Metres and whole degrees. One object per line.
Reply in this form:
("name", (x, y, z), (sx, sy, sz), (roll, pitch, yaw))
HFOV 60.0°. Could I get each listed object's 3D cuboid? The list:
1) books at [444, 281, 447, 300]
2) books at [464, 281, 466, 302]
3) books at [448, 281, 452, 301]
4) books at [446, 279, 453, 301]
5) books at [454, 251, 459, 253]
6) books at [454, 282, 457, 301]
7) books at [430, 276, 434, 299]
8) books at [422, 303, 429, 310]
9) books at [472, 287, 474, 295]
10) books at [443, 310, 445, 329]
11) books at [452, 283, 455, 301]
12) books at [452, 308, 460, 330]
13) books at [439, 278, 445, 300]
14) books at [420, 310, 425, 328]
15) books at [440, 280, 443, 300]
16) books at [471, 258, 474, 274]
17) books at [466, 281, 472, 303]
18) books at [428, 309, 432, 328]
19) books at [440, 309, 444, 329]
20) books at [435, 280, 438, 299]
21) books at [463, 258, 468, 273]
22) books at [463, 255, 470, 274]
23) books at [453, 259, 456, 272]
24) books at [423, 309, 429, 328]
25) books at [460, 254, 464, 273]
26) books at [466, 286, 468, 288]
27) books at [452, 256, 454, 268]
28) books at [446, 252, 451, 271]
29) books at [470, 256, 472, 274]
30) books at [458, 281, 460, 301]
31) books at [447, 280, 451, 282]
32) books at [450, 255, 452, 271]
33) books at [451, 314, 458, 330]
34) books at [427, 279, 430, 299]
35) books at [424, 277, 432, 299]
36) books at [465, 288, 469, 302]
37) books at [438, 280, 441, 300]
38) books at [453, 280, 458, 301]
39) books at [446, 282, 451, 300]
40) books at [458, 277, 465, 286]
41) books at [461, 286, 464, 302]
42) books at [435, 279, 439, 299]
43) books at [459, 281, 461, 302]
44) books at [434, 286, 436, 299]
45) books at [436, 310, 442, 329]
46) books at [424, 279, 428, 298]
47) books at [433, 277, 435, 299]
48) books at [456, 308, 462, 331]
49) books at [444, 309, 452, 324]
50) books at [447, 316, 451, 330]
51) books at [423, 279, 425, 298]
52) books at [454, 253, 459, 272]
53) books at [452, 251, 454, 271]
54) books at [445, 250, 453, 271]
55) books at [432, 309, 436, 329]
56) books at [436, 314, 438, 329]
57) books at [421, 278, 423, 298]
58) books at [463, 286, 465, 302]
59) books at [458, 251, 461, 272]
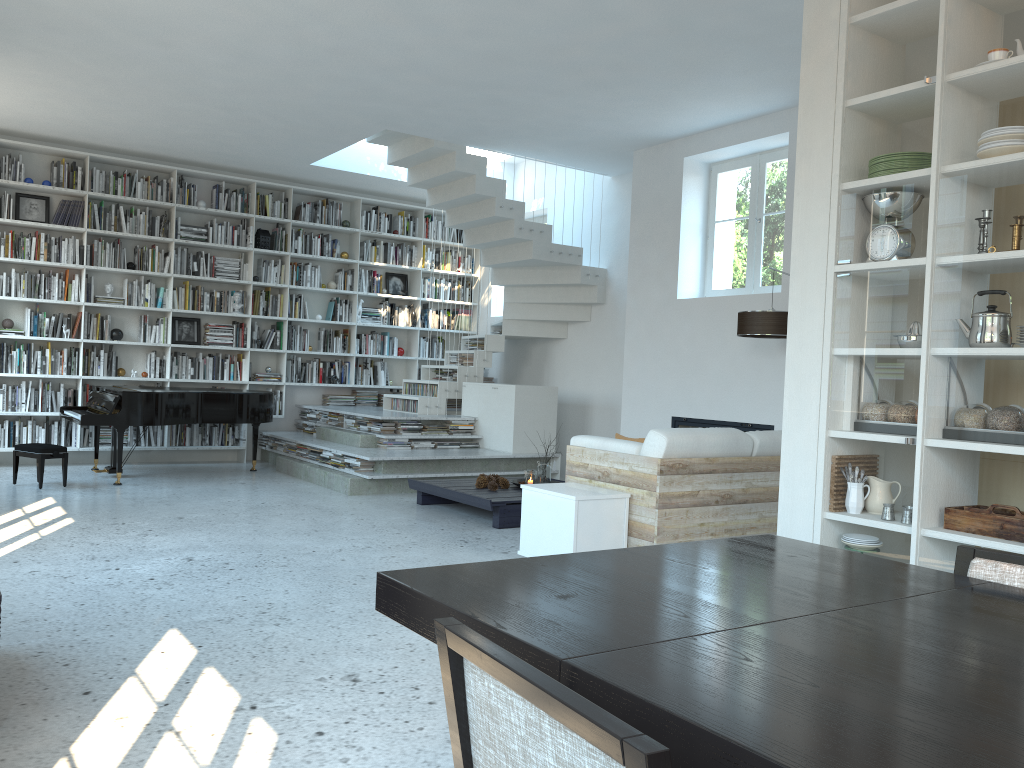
("books", (-0.887, -1.185, 11.369), (0.012, 0.254, 0.161), (2, 1, -34))
("books", (-0.649, -1.191, 11.523), (0.013, 0.283, 0.149), (2, 1, -34))
("books", (-0.827, -1.185, 11.392), (0.023, 0.258, 0.184), (2, 1, -34))
("books", (-0.810, -1.202, 11.426), (0.024, 0.292, 0.132), (2, 1, -34))
("books", (-0.736, -1.567, 11.454), (0.011, 0.294, 0.151), (2, 1, -34))
("books", (-0.761, -1.180, 11.448), (0.025, 0.252, 0.160), (2, 1, -34))
("books", (-1.047, -1.213, 11.253), (0.022, 0.297, 0.162), (2, 1, -34))
("books", (-1.100, -0.859, 11.237), (0.012, 0.322, 0.141), (2, 1, -34))
("books", (-0.556, -1.155, 11.576), (0.021, 0.219, 0.184), (2, 1, -34))
("books", (-0.903, -0.817, 11.377), (0.012, 0.254, 0.161), (2, 1, -34))
("books", (-0.790, -1.174, 11.442), (0.028, 0.237, 0.145), (2, 1, -34))
("books", (-0.743, -0.829, 11.464), (0.072, 0.291, 0.169), (2, 1, -34))
("books", (-0.919, -1.201, 11.329), (0.030, 0.284, 0.166), (2, 1, -34))
("books", (-1.158, -0.818, 11.212), (0.066, 0.236, 0.144), (2, 1, -34))
("books", (-0.938, -1.192, 11.310), (0.022, 0.263, 0.172), (2, 1, -34))
("books", (-0.543, -1.521, 11.556), (0.011, 0.216, 0.170), (2, 1, -34))
("books", (-0.579, -1.193, 11.556), (0.042, 0.292, 0.186), (2, 1, -34))
("books", (-1.075, -0.819, 11.233), (0.026, 0.246, 0.180), (2, 1, -34))
("books", (-0.935, -0.821, 11.346), (0.029, 0.259, 0.171), (2, 1, -34))
("books", (-0.995, -1.192, 11.275), (0.013, 0.260, 0.158), (2, 1, -34))
("books", (-0.637, -1.523, 11.502), (0.023, 0.213, 0.180), (2, 1, -34))
("books", (-0.601, -1.544, 11.537), (0.029, 0.258, 0.163), (2, 1, -34))
("books", (-0.775, -1.513, 11.428), (0.034, 0.183, 0.156), (2, 1, -34))
("books", (-1.106, -0.819, 11.214), (0.022, 0.243, 0.170), (2, 1, -34))
("books", (-0.676, -1.545, 11.478), (0.070, 0.254, 0.154), (2, 1, -34))
("books", (-0.621, -1.164, 11.566), (0.024, 0.230, 0.131), (2, 1, -34))
("books", (-0.800, -1.528, 11.380), (0.013, 0.213, 0.186), (2, 1, -34))
("books", (-0.863, -1.545, 11.285), (0.042, 0.242, 0.247), (2, 1, -34))
("books", (-0.573, -1.537, 11.556), (0.040, 0.246, 0.160), (2, 1, -34))
("books", (-0.728, -1.191, 11.455), (0.013, 0.277, 0.188), (2, 1, -34))
("books", (-0.827, -1.193, 11.420), (0.010, 0.274, 0.130), (2, 1, -34))
("books", (-0.826, -1.533, 11.368), (0.023, 0.220, 0.171), (2, 1, -34))
("books", (-0.778, -0.791, 11.441), (0.088, 0.217, 0.167), (2, 1, -34))
("books", (-1.096, -1.194, 11.206), (0.026, 0.256, 0.173), (2, 1, -34))
("books", (-1.071, -1.208, 11.206), (0.014, 0.285, 0.185), (2, 1, -34))
("books", (-0.624, -1.146, 11.522), (0.029, 0.195, 0.192), (2, 1, -34))
("books", (-0.959, -1.191, 11.299), (0.024, 0.259, 0.156), (2, 1, -34))
("books", (-0.740, -1.194, 11.451), (0.012, 0.283, 0.151), (2, 1, -34))
("books", (-0.852, -1.180, 11.368), (0.045, 0.245, 0.177), (2, 1, -34))
("books", (-0.663, -1.215, 11.522), (0.013, 0.330, 0.140), (2, 1, -34))
("books", (-0.688, -1.157, 11.479), (0.025, 0.211, 0.188), (2, 1, -34))
("books", (-0.984, -1.197, 11.293), (0.025, 0.271, 0.152), (2, 1, -34))
("books", (-0.710, -1.186, 11.465), (0.028, 0.268, 0.173), (2, 1, -34))
("books", (-1.021, -1.153, 11.276), (0.027, 0.179, 0.157), (2, 1, -34))
("books", (-0.950, -0.816, 11.323), (0.022, 0.247, 0.181), (2, 1, -34))
("books", (-1.119, -1.191, 11.177), (0.023, 0.248, 0.182), (2, 1, -34))
("books", (-1.026, -1.210, 11.253), (0.012, 0.293, 0.165), (2, 1, -34))
("books", (-0.712, -0.830, 11.485), (0.033, 0.294, 0.169), (2, 1, -34))
("books", (-0.830, -0.827, 11.417), (0.026, 0.278, 0.169), (2, 1, -34))
("books", (-0.838, -0.778, 11.382), (0.024, 0.181, 0.191), (2, 1, -34))
("books", (-1.155, -1.193, 11.186), (0.026, 0.250, 0.160), (2, 1, -34))
("books", (-0.739, -1.550, 11.426), (0.022, 0.261, 0.160), (2, 1, -34))
("books", (-0.797, -1.563, 11.411), (0.024, 0.281, 0.153), (2, 1, -34))
("books", (-0.815, -1.570, 11.383), (0.010, 0.295, 0.165), (2, 1, -34))
("books", (-1.022, -0.825, 11.268), (0.056, 0.261, 0.176), (2, 1, -34))
("books", (-0.991, -0.788, 11.291), (0.023, 0.189, 0.169), (2, 1, -34))
("books", (-1.164, -1.196, 11.165), (0.012, 0.254, 0.161), (2, 1, -34))
("books", (-0.672, -1.160, 11.500), (0.025, 0.220, 0.177), (2, 1, -34))
("books", (-0.716, -1.562, 11.454), (0.023, 0.287, 0.163), (2, 1, -34))
